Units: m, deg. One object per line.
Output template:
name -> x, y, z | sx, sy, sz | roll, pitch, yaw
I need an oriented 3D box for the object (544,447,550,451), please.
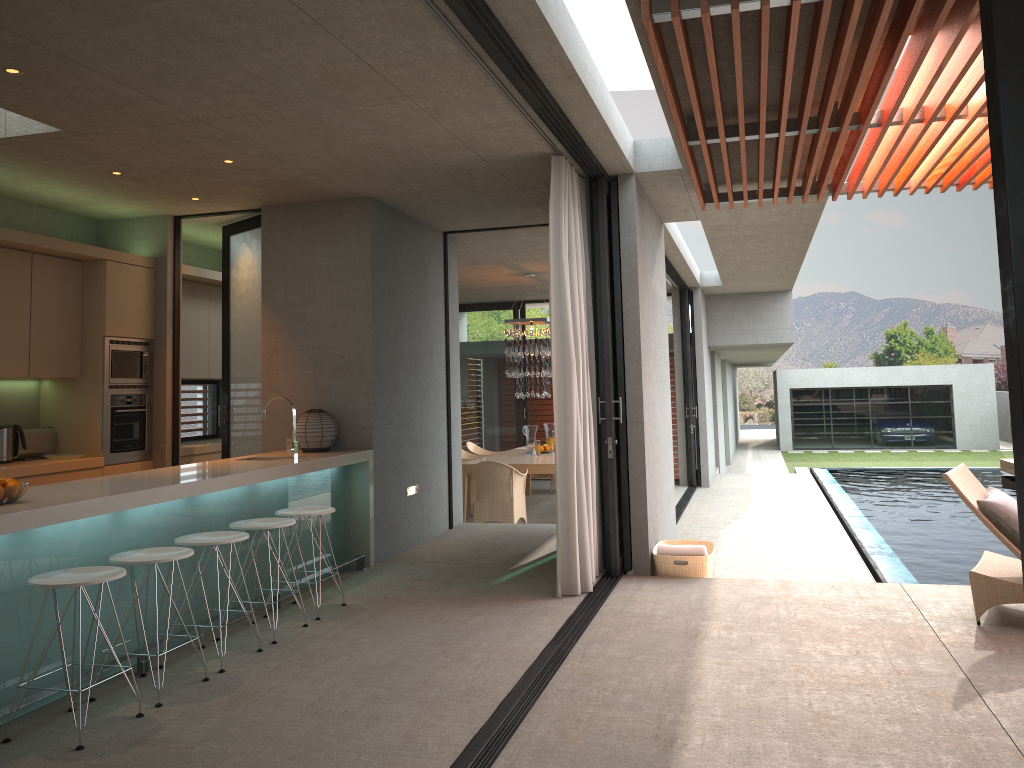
object -> 0.476, 0.894, 12.055 | 0.080, 0.082, 0.081 | -4, -4, 44

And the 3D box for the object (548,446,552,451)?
object -> 0.508, 0.889, 12.133 | 0.087, 0.087, 0.086 | -2, -3, 6

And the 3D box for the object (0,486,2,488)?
object -> -2.291, 0.485, 3.910 | 0.080, 0.082, 0.081 | -4, -4, 44

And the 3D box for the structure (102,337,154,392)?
structure -> -3.400, -0.153, 7.413 | 0.459, 0.440, 0.594 | -2, -2, 15

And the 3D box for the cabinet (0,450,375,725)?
cabinet -> -2.026, 0.989, 5.123 | 0.799, 0.904, 4.107 | -2, -1, 15

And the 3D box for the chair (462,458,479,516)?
chair -> -0.759, 1.305, 11.936 | 0.629, 0.869, 0.614 | -2, -4, 15

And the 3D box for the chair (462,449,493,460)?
chair -> -0.563, 1.303, 12.646 | 0.629, 0.869, 0.614 | -2, -4, 15

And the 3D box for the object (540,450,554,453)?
object -> 0.422, 0.929, 12.123 | 0.310, 0.034, 0.308 | -1, 0, -16

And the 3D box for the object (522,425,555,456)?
object -> 0.354, 0.753, 11.946 | 0.324, 0.389, 0.539 | -3, -3, 31

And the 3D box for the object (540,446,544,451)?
object -> 0.388, 0.891, 12.045 | 0.094, 0.095, 0.094 | -2, -3, 5

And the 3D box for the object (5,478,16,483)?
object -> -2.317, 0.479, 4.059 | 0.094, 0.095, 0.094 | -2, -3, 4

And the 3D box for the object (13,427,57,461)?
object -> -3.778, 0.468, 6.949 | 0.150, 0.249, 0.388 | -3, -2, 15

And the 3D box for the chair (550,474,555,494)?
chair -> 0.910, 1.272, 14.014 | 0.616, 0.869, 0.627 | -2, -4, 15

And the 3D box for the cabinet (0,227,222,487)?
cabinet -> -3.181, 0.186, 5.911 | 1.963, 2.581, 7.445 | -2, -1, 15

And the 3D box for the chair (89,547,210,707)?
chair -> -1.689, 1.114, 4.140 | 0.381, 0.628, 0.380 | -3, -4, 15

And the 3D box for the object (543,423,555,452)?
object -> 0.537, 0.751, 12.437 | 0.193, 0.389, 0.191 | -1, -4, -3

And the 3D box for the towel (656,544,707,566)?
towel -> 1.262, 1.325, 6.497 | 0.368, 0.314, 0.308 | -2, -3, 16

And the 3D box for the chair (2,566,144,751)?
chair -> -1.815, 1.115, 3.685 | 0.381, 0.628, 0.380 | -3, -4, 15

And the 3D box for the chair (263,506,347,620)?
chair -> -1.299, 1.111, 5.565 | 0.381, 0.628, 0.380 | -3, -4, 15

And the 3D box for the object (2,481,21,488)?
object -> -2.259, 0.480, 3.988 | 0.087, 0.087, 0.086 | -2, -3, 6

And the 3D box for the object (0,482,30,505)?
object -> -2.348, 0.498, 3.976 | 0.315, 0.082, 0.314 | -2, -1, 15

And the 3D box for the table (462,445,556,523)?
table -> 0.409, 1.327, 12.013 | 1.278, 0.761, 3.246 | -2, -1, 15

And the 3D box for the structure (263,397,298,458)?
structure -> -1.685, 0.314, 6.375 | 0.258, 0.444, 0.096 | -3, -5, 15

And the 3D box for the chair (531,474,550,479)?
chair -> 0.415, 1.896, 17.946 | 0.617, 0.869, 0.627 | 0, -4, -30

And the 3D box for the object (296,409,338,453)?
object -> -1.552, 0.367, 6.988 | 0.340, 0.337, 0.338 | -2, -3, 7

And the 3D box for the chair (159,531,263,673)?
chair -> -1.562, 1.113, 4.600 | 0.381, 0.628, 0.380 | -3, -4, 15

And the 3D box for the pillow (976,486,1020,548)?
pillow -> 2.962, 0.844, 5.094 | 0.425, 0.430, 0.607 | -3, -3, 33

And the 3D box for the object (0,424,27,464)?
object -> -3.816, 0.449, 6.634 | 0.177, 0.287, 0.277 | -3, -3, 21

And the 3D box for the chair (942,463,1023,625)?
chair -> 3.599, 0.895, 4.663 | 2.288, 0.833, 0.698 | -2, -3, 34

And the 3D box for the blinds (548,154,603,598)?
blinds -> 0.435, -0.092, 6.231 | 0.229, 2.955, 0.879 | -3, -5, 12

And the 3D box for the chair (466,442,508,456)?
chair -> -0.367, 1.302, 13.356 | 0.629, 0.869, 0.614 | -2, -4, 15

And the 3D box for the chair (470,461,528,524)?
chair -> -0.150, 1.278, 10.012 | 0.616, 0.869, 0.627 | -2, -4, 15

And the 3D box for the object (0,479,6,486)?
object -> -2.344, 0.478, 3.919 | 0.173, 0.101, 0.096 | -1, -3, -30

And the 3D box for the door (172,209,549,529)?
door -> -0.603, 0.645, 2.159 | 5.774, 4.501, 15.252 | -1, -1, -12

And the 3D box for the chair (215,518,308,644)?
chair -> -1.432, 1.112, 5.079 | 0.381, 0.628, 0.380 | -3, -4, 15

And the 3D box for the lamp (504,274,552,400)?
lamp -> 0.269, -0.662, 12.346 | 0.617, 1.768, 0.616 | -3, -5, 15

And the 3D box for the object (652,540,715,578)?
object -> 1.299, 1.382, 6.637 | 0.445, 0.302, 0.677 | -2, -1, 15

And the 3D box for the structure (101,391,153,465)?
structure -> -3.368, 0.357, 7.363 | 0.496, 0.584, 0.594 | -2, -3, 15

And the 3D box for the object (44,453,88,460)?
object -> -3.478, 0.568, 6.885 | 0.310, 0.034, 0.308 | -1, 0, -16

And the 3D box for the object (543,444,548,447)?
object -> 0.460, 0.849, 12.105 | 0.071, 0.048, 0.071 | -1, -2, -24
